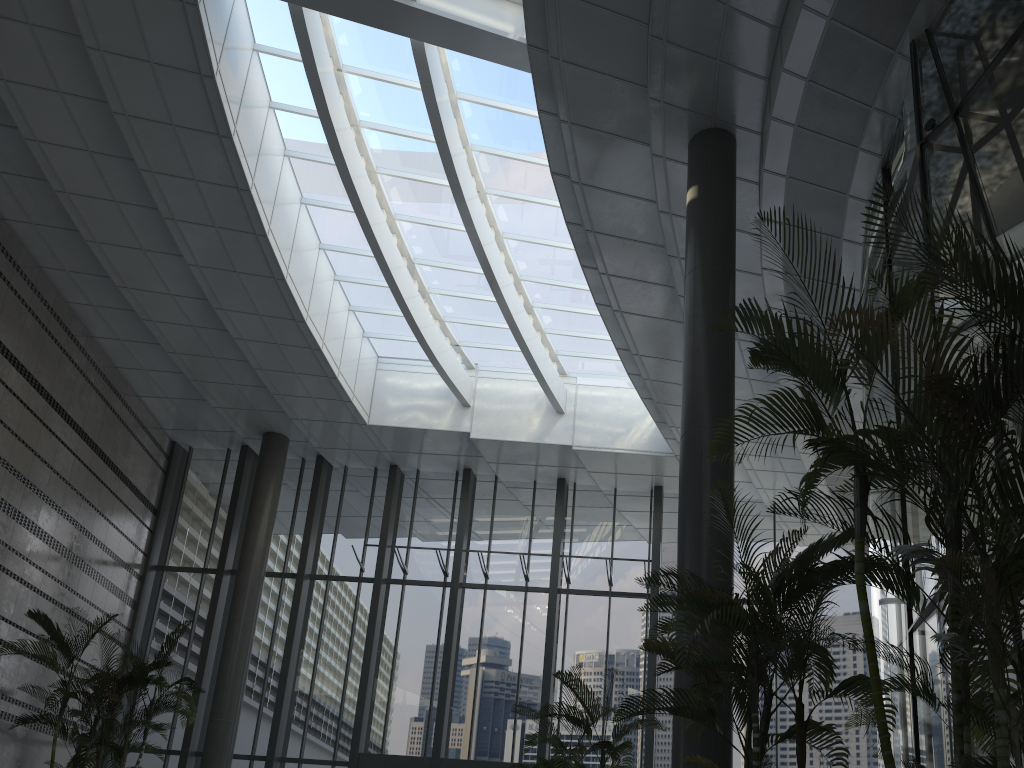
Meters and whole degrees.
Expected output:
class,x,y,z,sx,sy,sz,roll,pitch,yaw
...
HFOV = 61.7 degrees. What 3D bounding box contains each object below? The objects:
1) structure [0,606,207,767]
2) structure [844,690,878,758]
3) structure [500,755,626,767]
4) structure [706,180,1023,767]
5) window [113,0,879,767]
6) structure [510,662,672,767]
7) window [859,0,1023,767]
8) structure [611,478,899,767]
class,x,y,z,sx,sy,sz,roll,pitch,yaw
structure,-5.564,5.120,11.283,2.513,4.235,2.696,2,-22,9
structure,5.543,5.577,10.715,2.502,4.235,2.715,11,-23,-14
structure,0.566,6.219,10.921,3.740,2.691,3.528,-3,-27,14
structure,2.019,1.154,3.711,2.502,4.235,2.715,11,-23,-14
window,-2.105,0.532,7.884,13.488,9.122,20.713,-3,-30,15
structure,0.666,4.161,7.877,1.439,3.147,1.314,9,-21,-11
window,5.145,2.482,8.493,4.213,7.245,17.030,3,-29,5
structure,1.508,2.504,5.223,1.682,3.390,2.207,9,-23,-11
